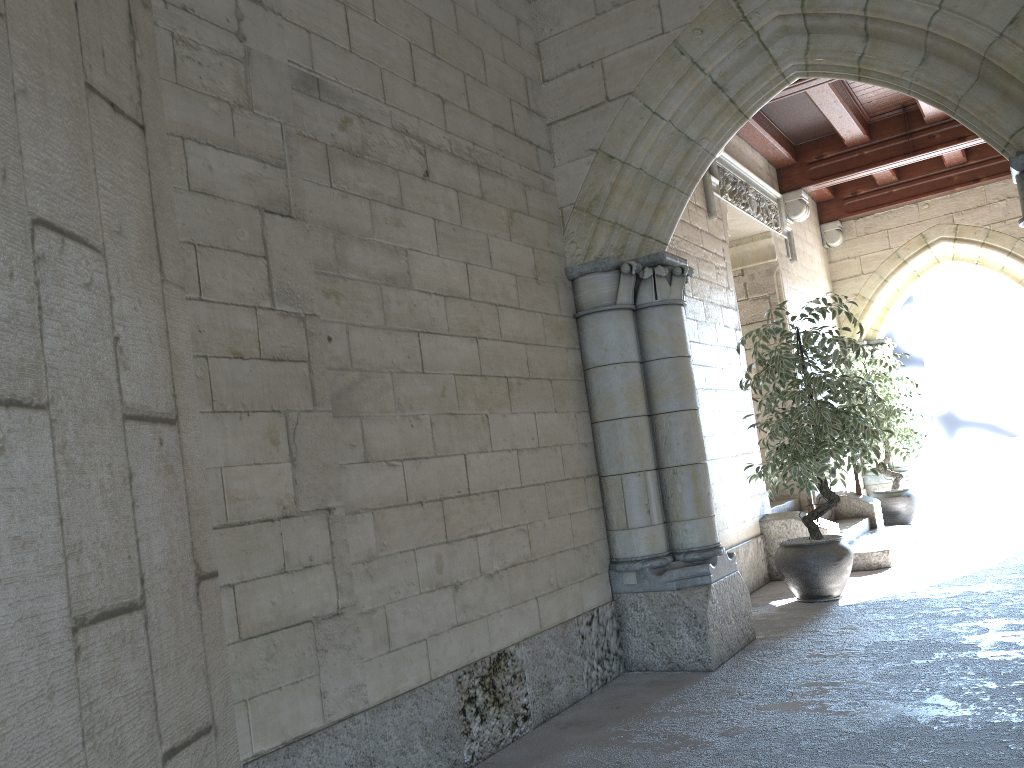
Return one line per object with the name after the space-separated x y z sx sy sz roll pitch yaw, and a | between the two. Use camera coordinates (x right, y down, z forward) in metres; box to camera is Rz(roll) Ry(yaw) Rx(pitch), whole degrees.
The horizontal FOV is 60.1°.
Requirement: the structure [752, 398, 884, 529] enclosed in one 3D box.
2.376 0.668 7.074 0.891 1.258 0.473 -11 -5 31 | structure

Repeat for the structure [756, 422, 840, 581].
1.639 0.641 5.873 0.891 1.258 0.476 -11 -5 31 | structure

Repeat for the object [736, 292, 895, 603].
1.656 0.345 4.815 0.749 1.613 0.791 -6 -4 -28 | object

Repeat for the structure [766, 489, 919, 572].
1.561 0.976 6.745 2.583 0.807 1.461 -11 -6 31 | structure

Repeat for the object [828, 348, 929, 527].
3.237 0.443 7.775 0.789 1.613 0.751 -10 -4 27 | object
